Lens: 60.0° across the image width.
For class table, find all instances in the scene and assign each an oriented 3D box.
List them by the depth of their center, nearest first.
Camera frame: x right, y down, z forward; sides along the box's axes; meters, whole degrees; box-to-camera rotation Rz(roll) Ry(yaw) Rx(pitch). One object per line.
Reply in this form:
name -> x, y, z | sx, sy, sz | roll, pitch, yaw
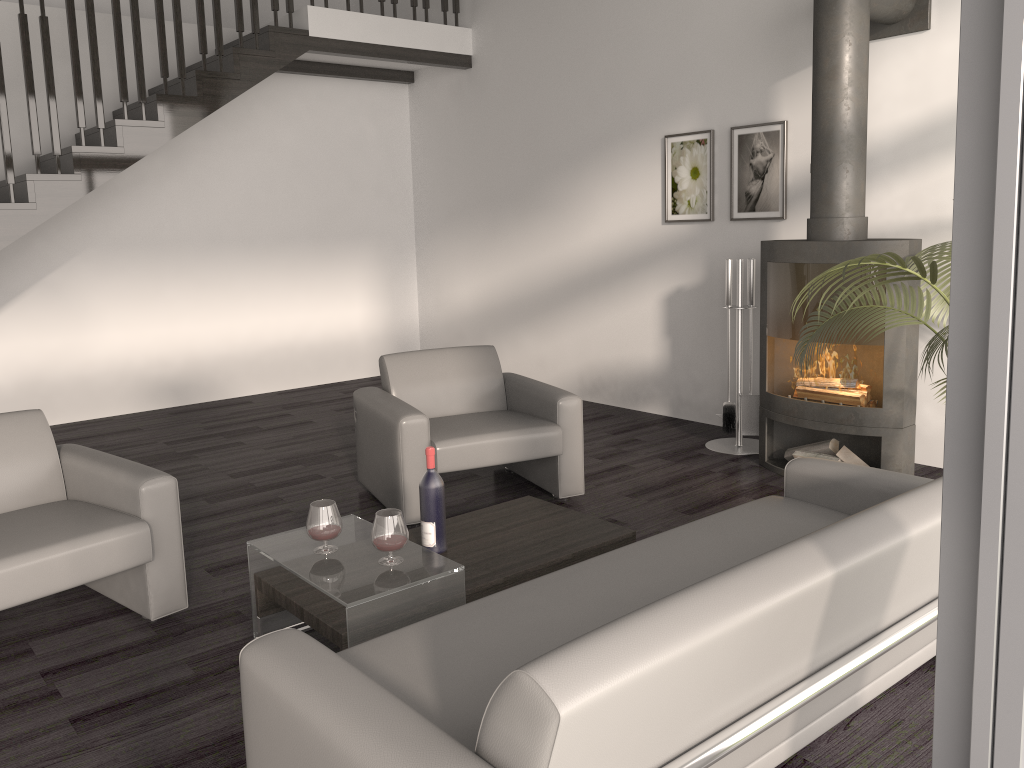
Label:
table -> -0.508, 0.705, 2.837 | 0.401, 0.340, 0.682 | -9, 12, -39
table -> -0.198, 0.703, 3.095 | 1.204, 0.249, 0.602 | -10, 13, -39

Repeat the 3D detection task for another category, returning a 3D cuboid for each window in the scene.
window -> -0.417, -0.395, 0.190 | 9.773, 3.452, 0.386 | -10, 11, -39

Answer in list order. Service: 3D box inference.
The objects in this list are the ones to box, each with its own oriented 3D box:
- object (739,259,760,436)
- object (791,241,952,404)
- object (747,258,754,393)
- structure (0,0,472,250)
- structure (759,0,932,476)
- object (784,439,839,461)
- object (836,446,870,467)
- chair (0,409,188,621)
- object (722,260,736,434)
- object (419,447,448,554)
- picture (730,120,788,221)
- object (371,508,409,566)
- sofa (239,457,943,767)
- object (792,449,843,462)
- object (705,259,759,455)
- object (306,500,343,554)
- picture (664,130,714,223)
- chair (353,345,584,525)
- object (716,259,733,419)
object -> 1.407, -0.204, 5.199 | 0.145, 1.046, 0.075 | 0, 8, 12
object -> 1.796, -0.140, 3.464 | 2.126, 1.657, 1.722 | -11, 13, -44
object -> 1.457, -0.223, 5.285 | 0.113, 1.043, 0.042 | -1, 8, 6
structure -> -2.766, -1.718, 6.202 | 6.361, 4.072, 1.003 | -10, 11, -39
structure -> 1.921, -0.880, 4.719 | 1.119, 2.660, 0.820 | -9, 11, -39
object -> 1.615, 0.369, 4.767 | 0.104, 0.191, 0.307 | -8, 12, -37
object -> 1.771, 0.416, 4.489 | 0.072, 0.185, 0.255 | -8, 11, -38
chair -> -1.768, 0.524, 3.053 | 0.912, 0.713, 0.967 | 6, 12, 40
object -> 1.265, -0.209, 5.161 | 0.078, 1.014, 0.168 | 0, 8, 12
object -> -0.275, 0.399, 3.055 | 0.093, 0.368, 0.093 | -9, 11, -40
picture -> 1.504, -1.293, 5.415 | 0.026, 0.574, 0.395 | -8, 11, -39
object -> -0.375, 0.470, 2.723 | 0.116, 0.155, 0.116 | 6, 12, 41
sofa -> 0.486, 0.606, 2.208 | 2.121, 0.713, 0.904 | -10, 12, -39
object -> 1.602, 0.398, 4.644 | 0.073, 0.067, 0.258 | -9, 13, -39
object -> 1.352, -0.178, 5.263 | 0.400, 1.120, 0.403 | 0, 8, 10
object -> -0.600, 0.456, 2.836 | 0.116, 0.155, 0.116 | -7, 10, -30
picture -> 1.163, -1.357, 5.826 | 0.026, 0.574, 0.395 | -8, 11, -39
chair -> -0.230, 0.215, 4.500 | 0.964, 0.713, 0.914 | -6, 10, -24
object -> 1.283, -0.257, 5.318 | 0.116, 0.978, 0.042 | 2, 9, 26
